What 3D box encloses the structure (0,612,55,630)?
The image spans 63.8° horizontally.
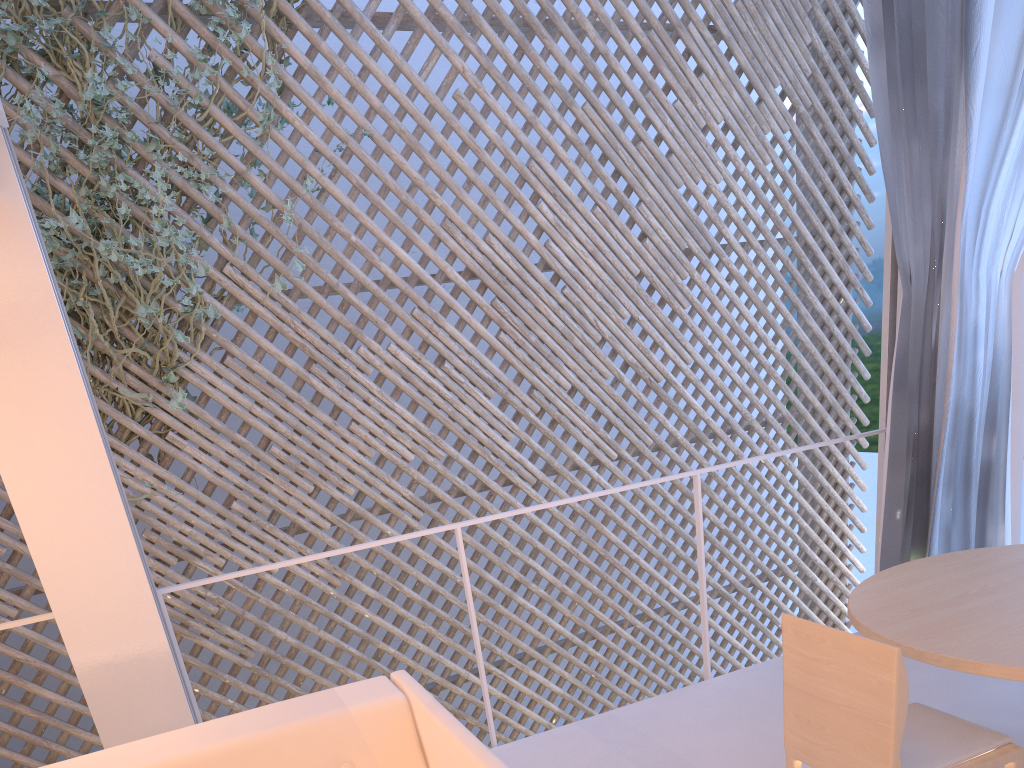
[{"bbox_3d":[-1.494,0.805,1.233,1.660,0.621,0.025,-10,20,-19],"label":"structure"}]

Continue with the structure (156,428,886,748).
[{"bbox_3d":[0.189,0.522,1.815,1.658,0.621,0.025,-10,20,-19],"label":"structure"}]

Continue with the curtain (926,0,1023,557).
[{"bbox_3d":[0.988,-0.682,1.392,0.094,2.639,0.474,-18,22,-27],"label":"curtain"}]

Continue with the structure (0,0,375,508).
[{"bbox_3d":[-1.092,-0.756,2.544,2.267,2.983,0.687,-15,20,-26],"label":"structure"}]

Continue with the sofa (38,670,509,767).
[{"bbox_3d":[-0.493,0.701,0.994,0.960,0.407,0.470,-11,10,-20],"label":"sofa"}]
